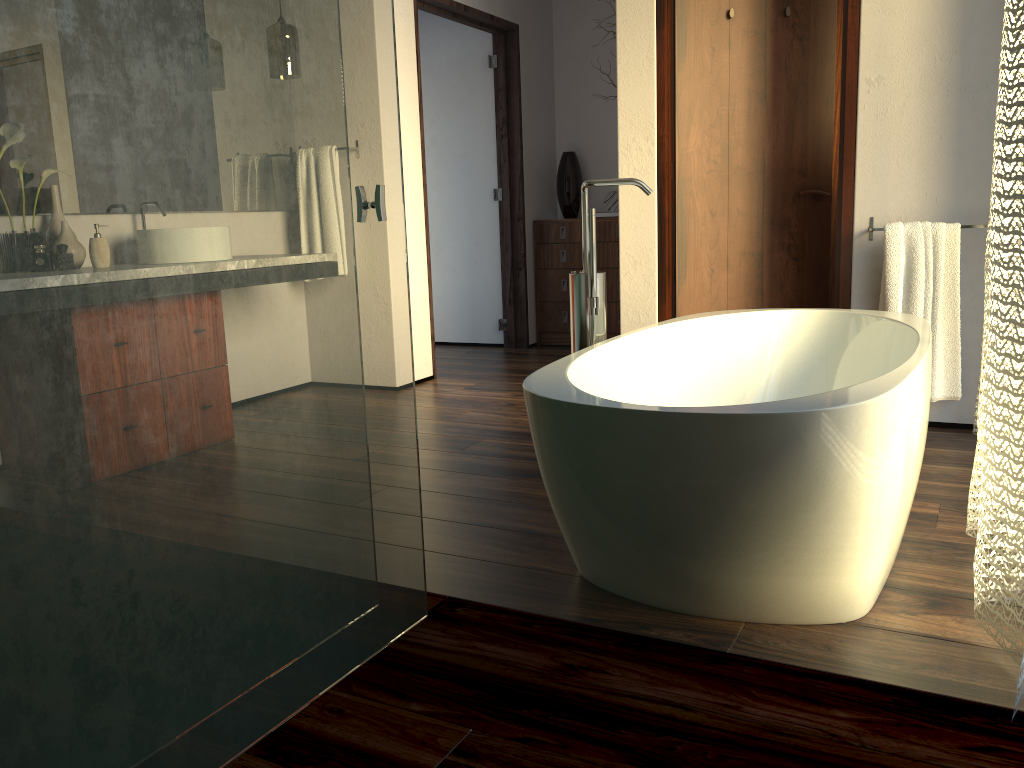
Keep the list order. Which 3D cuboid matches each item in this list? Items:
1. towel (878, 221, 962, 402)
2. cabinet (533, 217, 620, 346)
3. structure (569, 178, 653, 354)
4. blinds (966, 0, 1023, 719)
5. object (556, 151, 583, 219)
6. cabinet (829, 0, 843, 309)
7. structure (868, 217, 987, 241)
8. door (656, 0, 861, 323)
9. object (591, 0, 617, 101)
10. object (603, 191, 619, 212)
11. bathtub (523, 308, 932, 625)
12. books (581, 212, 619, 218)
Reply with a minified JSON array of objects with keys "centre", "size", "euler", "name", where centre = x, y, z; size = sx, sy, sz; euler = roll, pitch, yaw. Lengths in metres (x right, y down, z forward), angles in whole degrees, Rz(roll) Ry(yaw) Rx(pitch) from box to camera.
[{"centre":[1.420,-0.243,3.091],"size":[0.263,0.637,0.153],"euler":[0,11,12],"name":"towel"},{"centre":[0.744,-0.640,5.521],"size":[1.163,0.800,0.394],"euler":[3,12,29],"name":"cabinet"},{"centre":[0.219,-0.107,2.469],"size":[0.241,0.897,0.281],"euler":[-6,11,-21],"name":"structure"},{"centre":[1.189,-0.810,1.984],"size":[0.185,2.336,2.082],"euler":[3,12,28],"name":"blinds"},{"centre":[0.369,-1.268,5.656],"size":[0.174,0.417,0.166],"euler":[7,14,41],"name":"object"},{"centre":[1.925,-1.290,4.421],"size":[1.514,2.363,0.351],"euler":[4,12,29],"name":"cabinet"},{"centre":[1.469,-0.539,3.036],"size":[0.462,0.088,0.100],"euler":[3,12,29],"name":"structure"},{"centre":[1.010,-0.876,3.556],"size":[0.746,1.946,0.455],"euler":[4,12,29],"name":"door"},{"centre":[0.793,-1.729,5.195],"size":[0.721,1.449,0.837],"euler":[-6,11,-18],"name":"object"},{"centre":[0.637,-1.140,5.530],"size":[0.133,0.131,0.128],"euler":[2,11,24],"name":"object"},{"centre":[0.600,0.138,2.200],"size":[0.781,0.485,1.587],"euler":[3,12,28],"name":"bathtub"},{"centre":[0.686,-1.061,5.525],"size":[0.499,0.034,0.246],"euler":[-2,10,5],"name":"books"}]
